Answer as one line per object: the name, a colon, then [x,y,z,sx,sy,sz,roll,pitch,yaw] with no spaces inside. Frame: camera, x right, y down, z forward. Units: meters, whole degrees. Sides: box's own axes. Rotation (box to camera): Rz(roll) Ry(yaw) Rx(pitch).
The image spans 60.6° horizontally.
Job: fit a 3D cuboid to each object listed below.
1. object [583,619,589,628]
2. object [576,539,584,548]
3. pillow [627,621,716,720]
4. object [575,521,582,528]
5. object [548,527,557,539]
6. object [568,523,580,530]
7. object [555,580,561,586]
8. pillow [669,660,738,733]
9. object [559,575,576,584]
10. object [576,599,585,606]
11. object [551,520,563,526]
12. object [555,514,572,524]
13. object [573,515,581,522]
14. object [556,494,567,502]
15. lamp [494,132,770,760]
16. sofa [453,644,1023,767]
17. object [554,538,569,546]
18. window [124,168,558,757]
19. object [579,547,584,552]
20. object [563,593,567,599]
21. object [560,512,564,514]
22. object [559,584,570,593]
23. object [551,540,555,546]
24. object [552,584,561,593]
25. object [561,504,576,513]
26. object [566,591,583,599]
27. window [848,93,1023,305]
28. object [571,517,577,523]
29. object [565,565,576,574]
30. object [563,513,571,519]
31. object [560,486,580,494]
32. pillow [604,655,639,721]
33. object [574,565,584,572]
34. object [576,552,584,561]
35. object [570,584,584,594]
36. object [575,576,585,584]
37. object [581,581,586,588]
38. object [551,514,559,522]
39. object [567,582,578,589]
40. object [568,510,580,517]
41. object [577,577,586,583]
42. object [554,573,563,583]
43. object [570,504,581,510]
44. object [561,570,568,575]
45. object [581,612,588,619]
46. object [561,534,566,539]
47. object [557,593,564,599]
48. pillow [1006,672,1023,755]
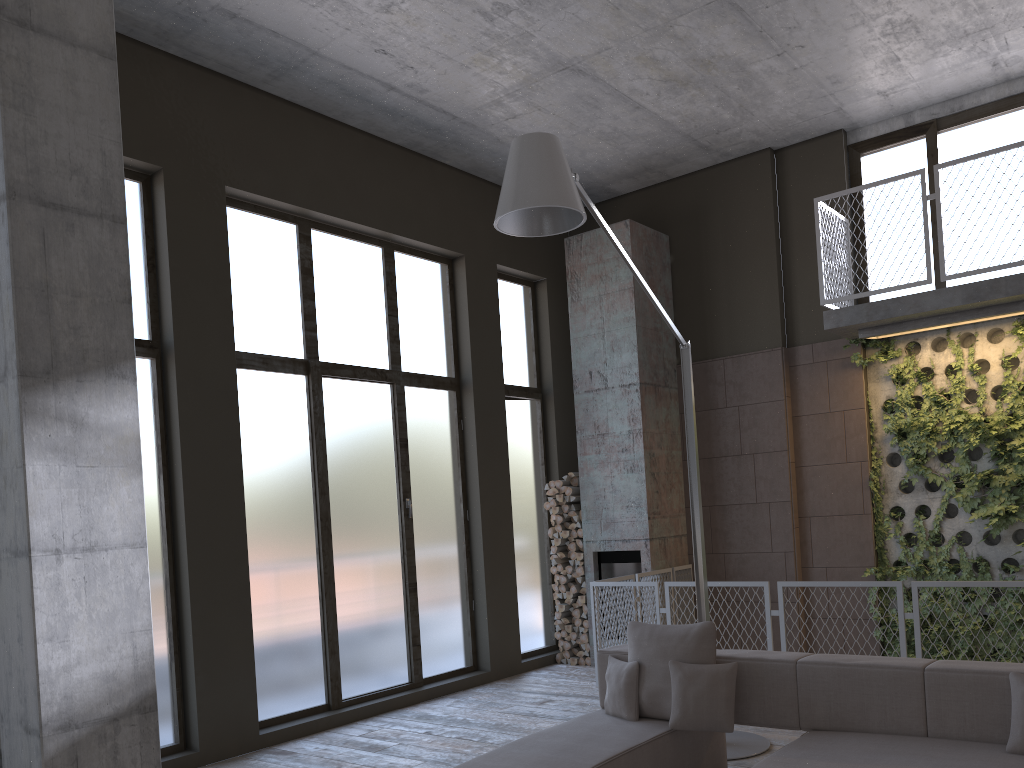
object: [0.925,2.570,9.492,0.092,0.091,0.438,-7,-8,37]
object: [0.825,1.718,9.465,0.089,0.107,0.366,-6,-8,37]
pillow: [0.877,1.606,4.917,0.568,0.554,0.221,-7,-3,41]
object: [0.831,1.513,9.500,0.072,0.072,0.423,-7,-9,37]
object: [0.527,1.640,9.698,0.064,0.124,0.364,-5,-7,37]
object: [0.784,1.550,9.563,0.116,0.079,0.436,-8,-9,37]
object: [0.559,2.171,9.608,0.045,0.072,0.251,-5,-7,37]
pillow: [1.020,1.663,4.674,0.377,0.371,0.169,-5,-2,12]
object: [0.641,2.124,9.591,0.099,0.106,0.294,-7,-8,39]
object: [0.862,2.345,9.536,0.091,0.089,0.456,-7,-9,37]
object: [0.518,1.516,9.608,0.045,0.072,0.251,-5,-7,37]
object: [0.600,1.470,9.591,0.099,0.106,0.294,-7,-8,39]
object: [0.800,1.462,9.514,0.067,0.084,0.426,-6,-8,36]
object: [0.657,1.243,9.581,0.094,0.082,0.480,-7,-9,37]
lamp: [0.840,0.644,5.112,0.759,3.407,2.633,-4,-3,26]
sofa: [0.965,1.703,3.504,3.024,0.780,3.016,-10,-10,38]
object: [0.636,1.717,9.605,0.094,0.083,0.480,-7,-9,37]
window: [-2.453,0.561,6.299,0.210,4.142,9.223,-4,-6,37]
object: [0.854,1.773,9.532,0.102,0.086,0.363,-7,-9,37]
object: [0.706,2.306,9.636,0.068,0.067,0.423,-7,-9,37]
object: [0.619,1.396,9.611,0.089,0.056,0.333,-8,-9,37]
object: [0.676,2.232,9.664,0.093,0.093,0.438,-7,-8,37]
object: [0.579,1.738,9.654,0.068,0.067,0.423,-7,-9,37]
object: [0.580,2.247,9.687,0.089,0.107,0.366,-6,-8,37]
object: [0.705,1.354,9.566,0.091,0.089,0.456,-7,-9,36]
object: [0.763,2.285,9.587,0.094,0.083,0.480,-7,-9,37]
window: [4.707,-1.671,7.358,3.597,1.739,0.109,-9,-3,38]
object: [0.774,1.490,9.625,0.104,0.101,0.292,-7,-8,37]
object: [0.746,2.008,9.566,0.091,0.089,0.456,-7,-9,36]
object: [0.685,1.429,9.594,0.065,0.074,0.360,-6,-8,36]
object: [0.659,1.149,9.531,0.105,0.083,0.363,-8,-9,37]
pillow: [0.637,1.773,5.077,0.150,0.374,0.373,-3,-4,-19]
object: [0.818,1.991,9.546,0.068,0.071,0.424,-7,-8,37]
object: [0.865,1.851,9.484,0.094,0.083,0.480,-7,-9,37]
object: [0.798,2.209,9.531,0.091,0.089,0.456,-7,-9,39]
object: [0.815,2.144,9.626,0.104,0.101,0.292,-7,-8,37]
object: [0.886,2.140,9.480,0.067,0.084,0.426,-6,-8,36]
object: [0.554,1.477,9.685,0.101,0.102,0.293,-7,-8,39]
object: [0.752,2.208,9.636,0.102,0.086,0.363,-7,-9,37]
object: [0.760,1.401,9.527,0.123,0.067,0.364,-9,-10,39]
object: [0.841,2.117,9.514,0.067,0.084,0.426,-6,-8,36]
object: [0.595,2.132,9.685,0.101,0.102,0.293,-7,-8,39]
object: [0.777,1.336,9.545,0.068,0.071,0.424,-7,-8,37]
object: [0.660,2.051,9.612,0.089,0.056,0.333,-8,-9,37]
object: [0.892,2.478,9.501,0.072,0.072,0.423,-7,-9,37]
object: [0.699,1.637,9.582,0.116,0.079,0.436,-8,-9,37]
object: [0.643,2.315,9.686,0.068,0.067,0.423,-7,-9,37]
pillow: [2.337,1.439,3.769,0.373,0.357,0.186,-7,-4,38]
